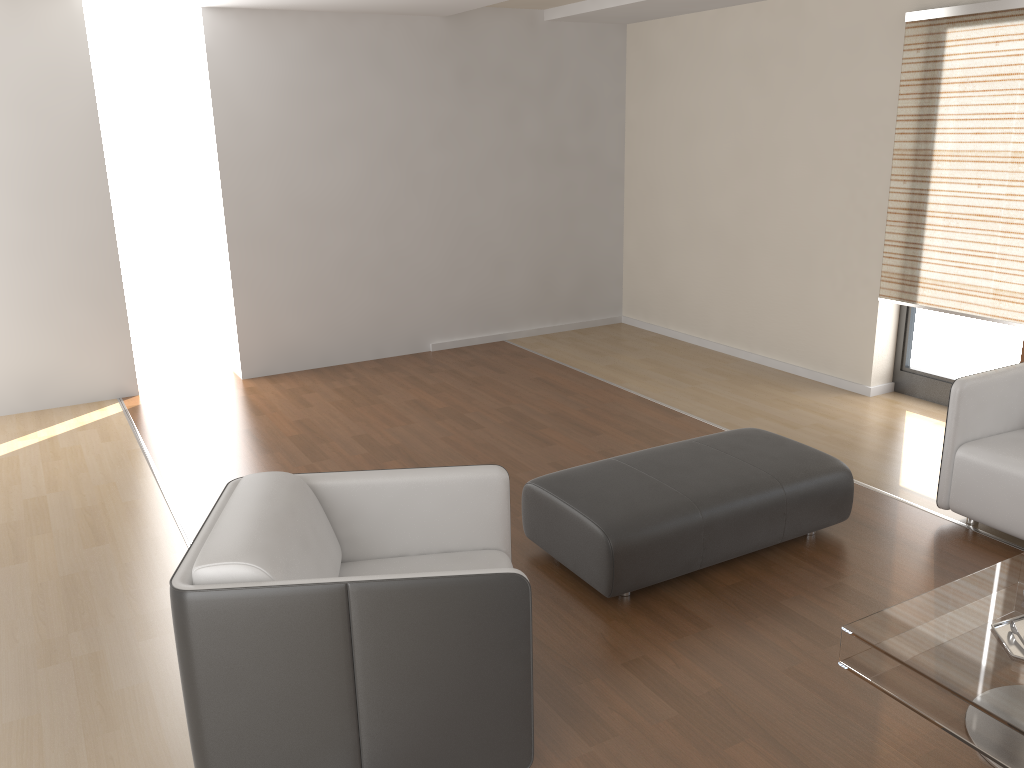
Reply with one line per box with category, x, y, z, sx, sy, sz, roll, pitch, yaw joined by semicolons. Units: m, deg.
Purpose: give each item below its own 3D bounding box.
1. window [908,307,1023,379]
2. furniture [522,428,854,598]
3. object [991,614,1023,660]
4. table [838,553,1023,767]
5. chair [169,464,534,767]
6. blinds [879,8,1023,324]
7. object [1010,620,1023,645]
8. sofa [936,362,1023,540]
window;2.771;-1.000;5.128;0.010;2.093;0.889;-10;19;-28
furniture;0.754;0.484;3.787;1.291;0.301;0.685;-10;19;-28
object;1.529;0.734;2.511;0.315;0.011;0.273;-8;18;-21
table;1.592;0.898;2.502;0.900;0.300;0.900;-10;19;-28
chair;-0.431;0.661;2.652;0.919;0.661;0.767;-2;16;-4
blinds;2.528;-1.202;4.929;0.001;1.635;0.980;-10;19;-28
object;1.461;0.720;2.517;0.051;0.035;0.147;2;17;12
sofa;2.829;0.444;3.157;0.919;0.661;2.238;-10;19;-28
